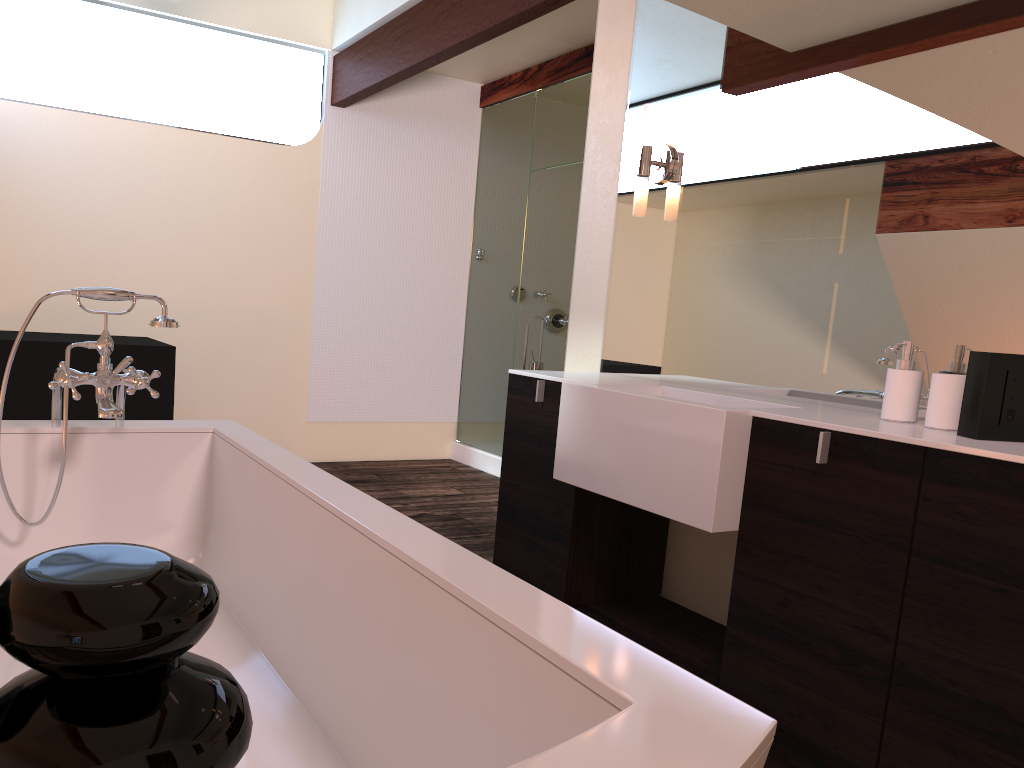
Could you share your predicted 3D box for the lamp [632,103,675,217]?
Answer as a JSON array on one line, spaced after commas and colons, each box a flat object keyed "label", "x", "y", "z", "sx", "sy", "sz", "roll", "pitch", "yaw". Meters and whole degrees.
[{"label": "lamp", "x": 0.420, "y": -0.750, "z": 2.698, "sx": 0.083, "sy": 0.367, "sz": 0.131, "roll": 0, "pitch": 8, "yaw": -31}]

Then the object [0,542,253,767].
[{"label": "object", "x": -0.295, "y": 0.219, "z": 0.524, "sx": 0.276, "sy": 0.230, "sz": 0.155, "roll": 4, "pitch": 6, "yaw": -1}]

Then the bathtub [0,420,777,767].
[{"label": "bathtub", "x": -0.621, "y": 0.576, "z": 1.500, "sx": 0.799, "sy": 0.697, "sz": 2.206, "roll": 1, "pitch": 6, "yaw": -31}]

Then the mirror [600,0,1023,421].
[{"label": "mirror", "x": 1.197, "y": -0.775, "z": 1.505, "sx": 0.011, "sy": 1.852, "sz": 3.220, "roll": 0, "pitch": 7, "yaw": -31}]

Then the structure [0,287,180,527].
[{"label": "structure", "x": -1.073, "y": 0.286, "z": 2.298, "sx": 0.384, "sy": 1.125, "sz": 0.551, "roll": 2, "pitch": 7, "yaw": -17}]

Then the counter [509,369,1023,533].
[{"label": "counter", "x": 0.576, "y": 0.203, "z": 2.088, "sx": 0.442, "sy": 0.297, "sz": 1.847, "roll": 1, "pitch": 6, "yaw": -31}]

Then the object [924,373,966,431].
[{"label": "object", "x": 0.882, "y": 0.040, "z": 1.793, "sx": 0.073, "sy": 0.123, "sz": 0.073, "roll": 0, "pitch": 8, "yaw": -36}]

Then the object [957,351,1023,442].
[{"label": "object", "x": 0.910, "y": 0.026, "z": 1.647, "sx": 0.116, "sy": 0.179, "sz": 0.066, "roll": 4, "pitch": 7, "yaw": -8}]

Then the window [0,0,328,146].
[{"label": "window", "x": -1.152, "y": -1.718, "z": 3.359, "sx": 2.108, "sy": 0.679, "sz": 3.502, "roll": 1, "pitch": 6, "yaw": -31}]

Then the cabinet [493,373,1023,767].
[{"label": "cabinet", "x": 0.575, "y": 0.528, "z": 2.142, "sx": 0.386, "sy": 0.927, "sz": 1.847, "roll": 0, "pitch": 7, "yaw": -31}]

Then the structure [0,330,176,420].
[{"label": "structure", "x": -2.149, "y": 0.183, "z": 4.224, "sx": 0.869, "sy": 0.865, "sz": 0.797, "roll": 1, "pitch": 7, "yaw": -31}]

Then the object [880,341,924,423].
[{"label": "object", "x": 0.838, "y": -0.007, "z": 1.901, "sx": 0.080, "sy": 0.191, "sz": 0.073, "roll": 6, "pitch": 7, "yaw": 9}]
